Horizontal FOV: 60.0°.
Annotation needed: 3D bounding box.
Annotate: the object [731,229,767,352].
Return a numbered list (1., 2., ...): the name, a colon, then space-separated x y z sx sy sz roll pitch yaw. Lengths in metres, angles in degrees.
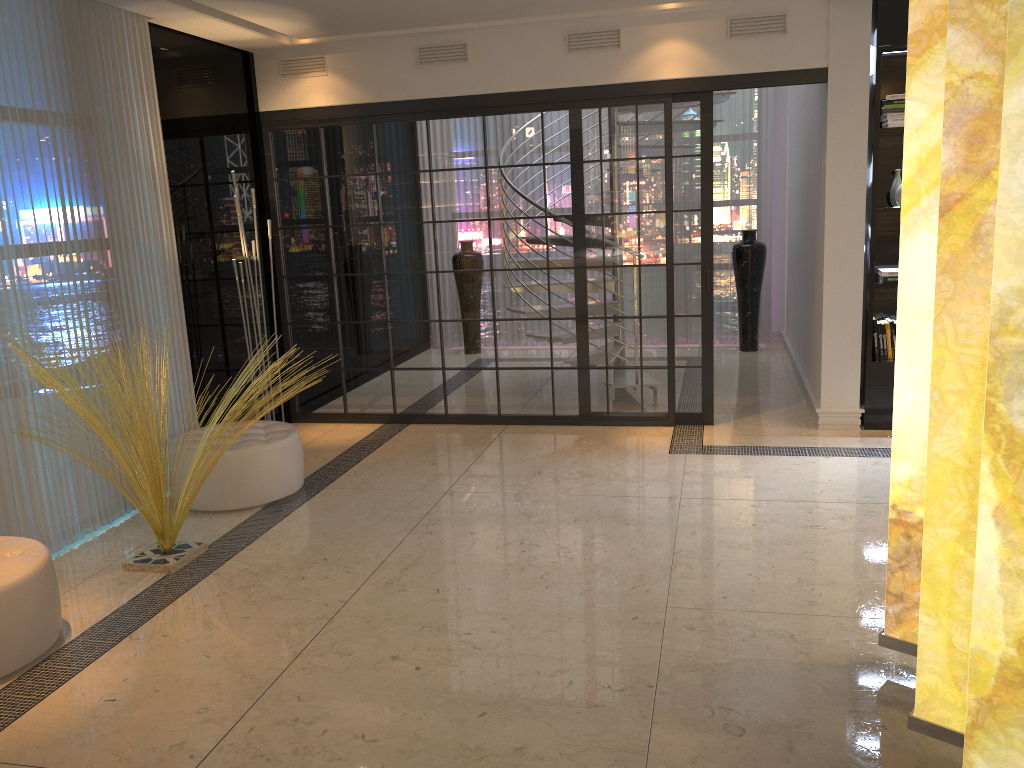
1. object: 2.291 -0.900 8.577 0.327 1.173 0.327 -6 12 -14

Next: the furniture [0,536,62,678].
1. furniture: -2.056 0.829 3.224 0.735 0.357 0.735 0 12 15

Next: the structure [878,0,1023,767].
1. structure: 1.118 -0.117 1.612 0.448 2.555 2.180 0 12 13

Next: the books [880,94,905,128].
1. books: 2.394 -1.650 5.364 0.302 0.188 0.259 1 12 20

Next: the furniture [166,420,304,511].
1. furniture: -1.549 0.441 4.988 0.735 0.357 0.735 -6 12 -14

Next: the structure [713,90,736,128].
1. structure: 0.068 -2.031 7.246 3.425 4.134 1.964 0 12 13

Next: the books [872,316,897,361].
1. books: 2.404 -0.296 5.660 0.236 0.270 0.210 0 12 13

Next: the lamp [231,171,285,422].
1. lamp: -1.639 -0.432 5.675 0.200 1.801 0.418 0 12 13

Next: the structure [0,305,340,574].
1. structure: -1.469 0.253 3.936 1.282 1.142 1.275 -9 13 -30

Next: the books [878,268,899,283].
1. books: 2.452 -0.682 5.569 0.266 0.073 0.209 1 12 17

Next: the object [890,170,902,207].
1. object: 2.419 -1.283 5.416 0.180 0.395 0.210 1 12 16
